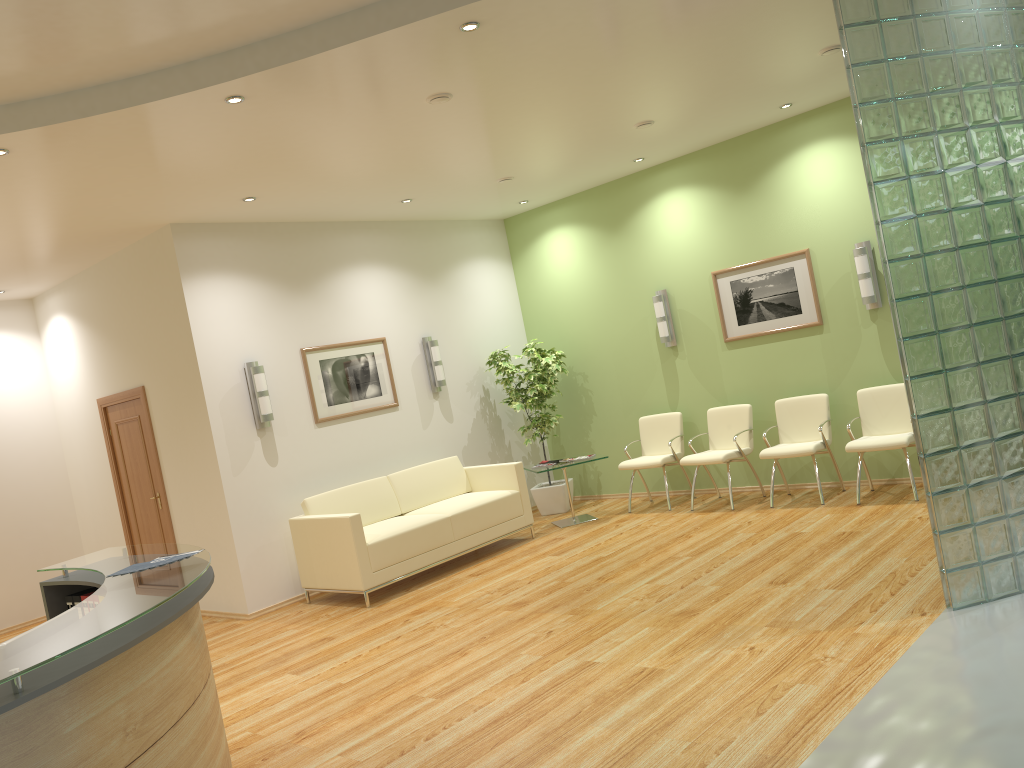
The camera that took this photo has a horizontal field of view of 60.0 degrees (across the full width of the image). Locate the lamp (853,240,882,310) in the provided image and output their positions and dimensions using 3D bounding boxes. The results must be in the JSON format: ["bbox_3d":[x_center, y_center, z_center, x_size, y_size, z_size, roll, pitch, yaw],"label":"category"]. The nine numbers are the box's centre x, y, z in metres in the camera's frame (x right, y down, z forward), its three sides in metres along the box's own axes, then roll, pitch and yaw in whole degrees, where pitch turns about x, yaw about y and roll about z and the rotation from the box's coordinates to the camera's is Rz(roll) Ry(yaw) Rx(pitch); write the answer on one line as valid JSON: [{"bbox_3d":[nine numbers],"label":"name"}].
[{"bbox_3d":[3.029,-0.926,7.585,0.134,0.580,0.142,-10,1,43],"label":"lamp"}]

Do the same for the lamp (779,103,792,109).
[{"bbox_3d":[2.291,-2.322,7.416,0.105,0.011,0.105,-11,1,24],"label":"lamp"}]

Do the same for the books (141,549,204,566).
[{"bbox_3d":[-1.407,0.718,3.684,0.210,0.004,0.150,-11,1,8],"label":"books"}]

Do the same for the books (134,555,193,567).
[{"bbox_3d":[-1.428,0.723,3.634,0.210,0.004,0.150,-10,1,38],"label":"books"}]

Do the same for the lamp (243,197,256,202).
[{"bbox_3d":[-2.079,-1.460,7.021,0.105,0.011,0.105,-11,1,-14],"label":"lamp"}]

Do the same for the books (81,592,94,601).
[{"bbox_3d":[-1.854,1.090,4.133,0.063,0.282,0.231,-10,1,44],"label":"books"}]

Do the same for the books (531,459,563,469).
[{"bbox_3d":[0.355,0.796,8.902,0.230,0.031,0.328,-11,1,23],"label":"books"}]

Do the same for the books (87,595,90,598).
[{"bbox_3d":[-1.806,1.082,4.090,0.063,0.282,0.231,-10,1,44],"label":"books"}]

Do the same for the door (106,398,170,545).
[{"bbox_3d":[-3.492,1.159,8.406,0.823,2.001,0.098,-10,1,43],"label":"door"}]

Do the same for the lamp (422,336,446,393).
[{"bbox_3d":[-0.794,-0.208,9.155,0.142,0.580,0.134,-10,1,43],"label":"lamp"}]

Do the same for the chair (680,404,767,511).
[{"bbox_3d":[1.962,0.684,8.333,0.650,0.881,0.536,-12,1,-42],"label":"chair"}]

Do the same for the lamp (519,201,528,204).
[{"bbox_3d":[0.124,-1.936,9.454,0.105,0.011,0.105,-11,1,-21],"label":"lamp"}]

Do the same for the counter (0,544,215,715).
[{"bbox_3d":[-2.079,0.914,2.457,1.837,0.078,3.674,-11,1,28],"label":"counter"}]

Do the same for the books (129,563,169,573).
[{"bbox_3d":[-1.470,0.732,3.601,0.150,0.004,0.210,-11,1,-22],"label":"books"}]

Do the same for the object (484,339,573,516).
[{"bbox_3d":[0.295,0.467,9.624,0.943,1.900,0.668,-12,1,-39],"label":"object"}]

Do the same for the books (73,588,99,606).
[{"bbox_3d":[-1.917,1.102,4.181,0.063,0.282,0.231,-10,1,39],"label":"books"}]

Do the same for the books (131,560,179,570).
[{"bbox_3d":[-1.454,0.729,3.609,0.150,0.004,0.210,-12,1,-32],"label":"books"}]

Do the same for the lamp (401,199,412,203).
[{"bbox_3d":[-0.977,-1.698,8.238,0.105,0.011,0.105,-11,1,-14],"label":"lamp"}]

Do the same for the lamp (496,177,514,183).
[{"bbox_3d":[-0.060,-1.870,8.163,0.167,0.024,0.167,-11,1,3],"label":"lamp"}]

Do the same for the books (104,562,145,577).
[{"bbox_3d":[-1.523,0.743,3.594,0.150,0.004,0.210,-11,1,8],"label":"books"}]

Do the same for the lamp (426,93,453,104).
[{"bbox_3d":[-0.444,-1.744,5.447,0.167,0.024,0.167,-11,1,-8],"label":"lamp"}]

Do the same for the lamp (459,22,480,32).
[{"bbox_3d":[-0.210,-1.777,4.418,0.105,0.011,0.105,-11,1,13],"label":"lamp"}]

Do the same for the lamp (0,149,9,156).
[{"bbox_3d":[-2.828,-1.274,4.886,0.105,0.011,0.105,-11,1,22],"label":"lamp"}]

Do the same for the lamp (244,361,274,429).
[{"bbox_3d":[-2.167,0.089,7.638,0.142,0.580,0.134,-10,1,43],"label":"lamp"}]

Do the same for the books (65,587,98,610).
[{"bbox_3d":[-1.972,1.112,4.220,0.063,0.282,0.231,-10,1,39],"label":"books"}]

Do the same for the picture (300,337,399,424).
[{"bbox_3d":[-1.520,-0.052,8.439,0.025,0.700,1.000,-10,1,43],"label":"picture"}]

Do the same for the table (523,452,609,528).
[{"bbox_3d":[0.573,1.081,8.926,0.736,0.614,0.736,-11,1,-12],"label":"table"}]

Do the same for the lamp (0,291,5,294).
[{"bbox_3d":[-5.075,-0.906,8.777,0.105,0.011,0.105,-11,1,10],"label":"lamp"}]

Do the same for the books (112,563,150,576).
[{"bbox_3d":[-1.505,0.739,3.593,0.150,0.004,0.210,-11,1,-2],"label":"books"}]

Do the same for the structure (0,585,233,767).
[{"bbox_3d":[-1.970,1.467,2.467,1.837,1.049,3.673,-11,1,28],"label":"structure"}]

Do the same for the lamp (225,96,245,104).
[{"bbox_3d":[-1.497,-1.532,4.790,0.105,0.011,0.105,-11,1,0],"label":"lamp"}]

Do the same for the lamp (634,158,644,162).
[{"bbox_3d":[1.208,-2.129,8.435,0.105,0.011,0.105,-11,1,24],"label":"lamp"}]

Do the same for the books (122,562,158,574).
[{"bbox_3d":[-1.487,0.736,3.596,0.150,0.004,0.210,-11,1,-12],"label":"books"}]

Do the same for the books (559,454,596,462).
[{"bbox_3d":[0.655,0.738,8.855,0.328,0.031,0.230,-11,1,18],"label":"books"}]

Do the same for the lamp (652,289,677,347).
[{"bbox_3d":[1.535,-0.660,8.990,0.134,0.580,0.142,-10,1,43],"label":"lamp"}]

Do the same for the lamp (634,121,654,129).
[{"bbox_3d":[1.061,-2.069,7.109,0.167,0.024,0.167,-11,1,3],"label":"lamp"}]

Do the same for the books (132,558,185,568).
[{"bbox_3d":[-1.440,0.726,3.620,0.150,0.004,0.210,-12,1,-42],"label":"books"}]

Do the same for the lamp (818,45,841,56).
[{"bbox_3d":[2.182,-2.269,6.056,0.167,0.024,0.167,-11,1,26],"label":"lamp"}]

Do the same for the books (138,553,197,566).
[{"bbox_3d":[-1.418,0.721,3.649,0.210,0.004,0.150,-11,1,28],"label":"books"}]

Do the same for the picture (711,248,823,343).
[{"bbox_3d":[2.362,-0.809,8.292,1.000,0.700,0.025,-10,1,43],"label":"picture"}]

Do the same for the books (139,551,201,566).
[{"bbox_3d":[-1.411,0.719,3.666,0.210,0.004,0.150,-11,1,18],"label":"books"}]
